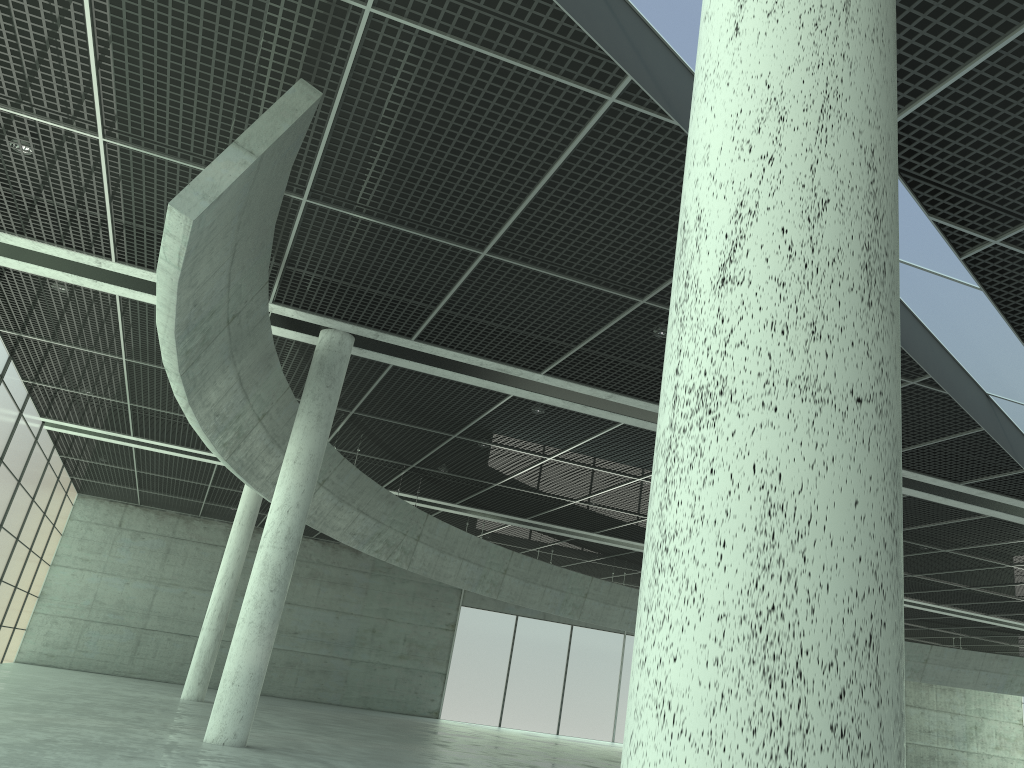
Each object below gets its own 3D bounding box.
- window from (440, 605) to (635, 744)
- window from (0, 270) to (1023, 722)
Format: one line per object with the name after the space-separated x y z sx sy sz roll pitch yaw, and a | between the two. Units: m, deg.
9.938 31.290 82.347 33.437 10.668 0.159 16 -23 -17 | window
28.120 14.083 39.195 100.511 16.090 99.780 16 -22 -17 | window
